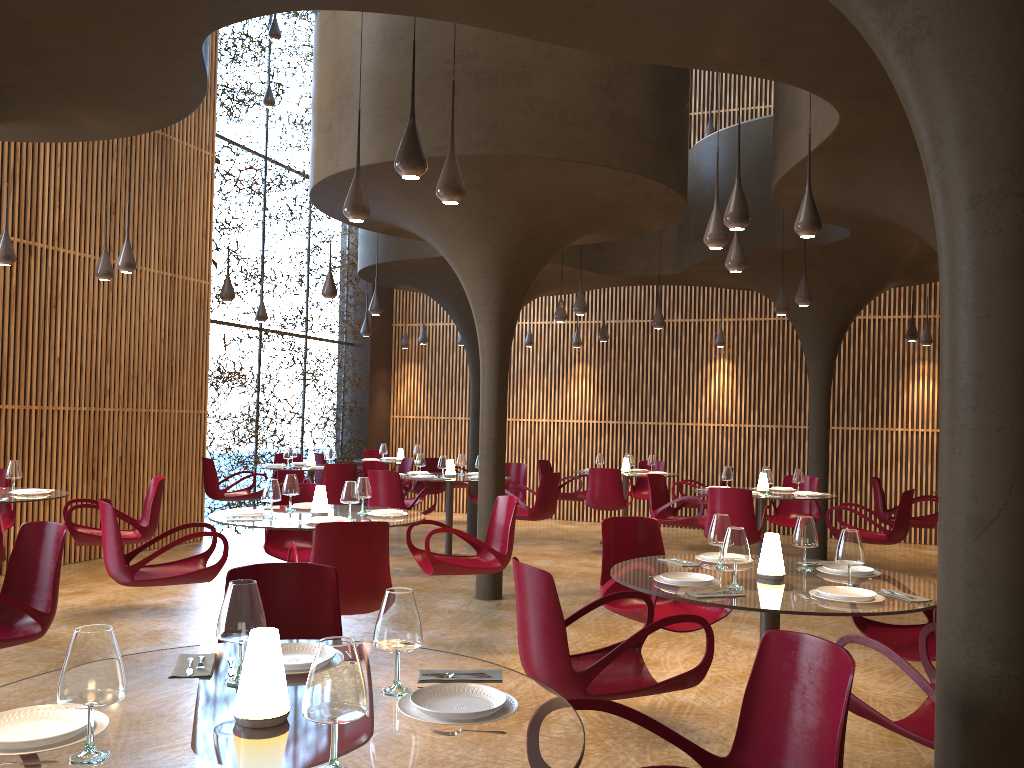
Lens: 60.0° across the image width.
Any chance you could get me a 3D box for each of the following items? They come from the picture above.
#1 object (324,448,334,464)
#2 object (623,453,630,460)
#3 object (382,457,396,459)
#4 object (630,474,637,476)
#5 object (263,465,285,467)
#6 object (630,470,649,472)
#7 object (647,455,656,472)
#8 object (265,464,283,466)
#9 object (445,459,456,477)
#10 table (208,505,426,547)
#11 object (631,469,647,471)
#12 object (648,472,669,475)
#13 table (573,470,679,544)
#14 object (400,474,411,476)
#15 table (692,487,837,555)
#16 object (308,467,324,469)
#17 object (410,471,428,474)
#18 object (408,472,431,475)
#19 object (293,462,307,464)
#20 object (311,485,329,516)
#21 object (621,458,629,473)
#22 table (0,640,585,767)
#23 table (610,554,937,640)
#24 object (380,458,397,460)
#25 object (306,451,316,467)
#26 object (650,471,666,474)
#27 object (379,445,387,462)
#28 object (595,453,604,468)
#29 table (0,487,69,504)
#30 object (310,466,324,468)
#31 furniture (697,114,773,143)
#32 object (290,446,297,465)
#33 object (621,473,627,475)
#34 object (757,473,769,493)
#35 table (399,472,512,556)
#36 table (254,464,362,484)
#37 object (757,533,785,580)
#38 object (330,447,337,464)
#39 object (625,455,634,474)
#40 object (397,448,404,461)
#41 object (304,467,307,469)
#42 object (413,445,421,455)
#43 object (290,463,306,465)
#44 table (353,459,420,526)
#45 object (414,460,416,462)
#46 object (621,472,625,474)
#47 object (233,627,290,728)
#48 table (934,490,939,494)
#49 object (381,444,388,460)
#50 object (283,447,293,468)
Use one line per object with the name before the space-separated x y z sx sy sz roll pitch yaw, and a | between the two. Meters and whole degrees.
object | -2.731 1.110 13.245 0.142 0.295 0.142 1 -1 37
object | 1.876 1.275 14.407 0.142 0.295 0.142 1 -1 21
object | -2.266 1.375 16.389 0.263 0.029 0.263 3 -3 -25
object | 1.852 1.378 13.403 0.126 0.017 0.262 0 -3 26
object | -3.549 1.226 13.244 0.332 0.014 0.332 1 -2 2
object | 2.083 1.421 14.506 0.332 0.014 0.332 1 -2 19
object | 2.217 1.270 14.077 0.142 0.295 0.142 2 -1 -26
object | -3.549 1.216 13.244 0.263 0.029 0.263 2 -2 -8
object | -0.836 1.142 12.075 0.142 0.232 0.144 2 -1 -24
table | -1.537 1.603 7.016 1.672 1.130 1.673 2 -2 -16
object | 2.083 1.411 14.506 0.263 0.029 0.263 0 -3 32
object | 2.278 1.399 13.851 0.332 0.014 0.332 -1 -3 44
table | 1.789 1.970 14.048 1.672 1.130 1.673 0 -2 30
object | -1.496 1.240 12.114 0.262 0.017 0.126 0 -3 38
table | 2.994 1.863 10.623 1.672 1.130 1.673 0 -2 40
object | -2.829 1.236 13.030 0.332 0.014 0.332 0 -3 30
object | -1.296 1.238 12.342 0.263 0.029 0.263 1 -2 22
object | -1.297 1.247 12.342 0.332 0.014 0.332 4 -3 -42
object | -3.323 1.251 13.953 0.263 0.029 0.263 3 -3 -32
object | -1.520 0.922 7.025 0.142 0.232 0.144 1 -1 14
object | 1.806 1.289 14.057 0.142 0.232 0.144 1 -1 6
table | -0.663 1.435 2.290 1.672 1.130 1.673 2 -2 -10
table | 1.343 1.581 4.639 1.672 1.130 1.673 2 -2 -18
object | -2.266 1.385 16.389 0.332 0.014 0.332 1 -2 13
object | -3.058 1.142 13.493 0.142 0.232 0.144 2 -1 -14
object | 2.278 1.390 13.851 0.263 0.029 0.263 1 -2 0
object | -2.268 1.217 15.608 0.142 0.295 0.142 1 -1 20
object | 1.389 1.247 14.023 0.142 0.295 0.142 2 -1 -7
table | -4.903 1.552 7.912 1.673 1.130 1.672 2 -2 -23
object | -2.828 1.226 13.030 0.263 0.029 0.263 2 -2 -18
furniture | 3.210 -2.907 12.213 0.900 1.047 2.531 2 -2 -27
object | -3.400 1.113 13.736 0.142 0.295 0.142 1 -1 33
object | 1.589 1.370 13.552 0.332 0.014 0.332 1 -2 10
object | 3.011 1.183 10.632 0.142 0.232 0.144 2 -1 -4
table | -0.854 1.823 12.066 1.672 1.130 1.673 0 -2 40
table | -3.076 1.823 13.484 1.673 1.130 1.672 2 -2 -27
object | 1.360 0.900 4.648 0.142 0.232 0.144 2 -1 -19
object | -2.780 1.128 13.716 0.142 0.295 0.142 2 -1 -29
object | 1.809 1.242 13.639 0.142 0.295 0.142 1 -1 14
object | -2.001 1.267 15.929 0.144 0.232 0.142 2 -1 -4
object | -2.833 1.237 13.028 0.411 0.012 0.204 2 -2 -23
object | -1.674 1.235 15.681 0.142 0.295 0.142 2 -1 -20
object | -3.323 1.260 13.953 0.332 0.014 0.332 1 -2 13
table | -2.018 1.948 15.920 1.673 1.130 1.672 2 -2 -27
object | -1.771 1.351 15.466 0.263 0.029 0.263 1 -2 14
object | 1.589 1.360 13.552 0.263 0.029 0.263 0 -3 26
object | -0.646 0.755 2.299 0.144 0.232 0.142 1 -2 39
table | 6.223 1.967 11.159 1.672 1.130 1.673 0 -2 41
object | -2.342 1.237 16.172 0.142 0.295 0.142 1 -1 22
object | -3.325 1.092 13.172 0.142 0.295 0.142 1 -1 20
